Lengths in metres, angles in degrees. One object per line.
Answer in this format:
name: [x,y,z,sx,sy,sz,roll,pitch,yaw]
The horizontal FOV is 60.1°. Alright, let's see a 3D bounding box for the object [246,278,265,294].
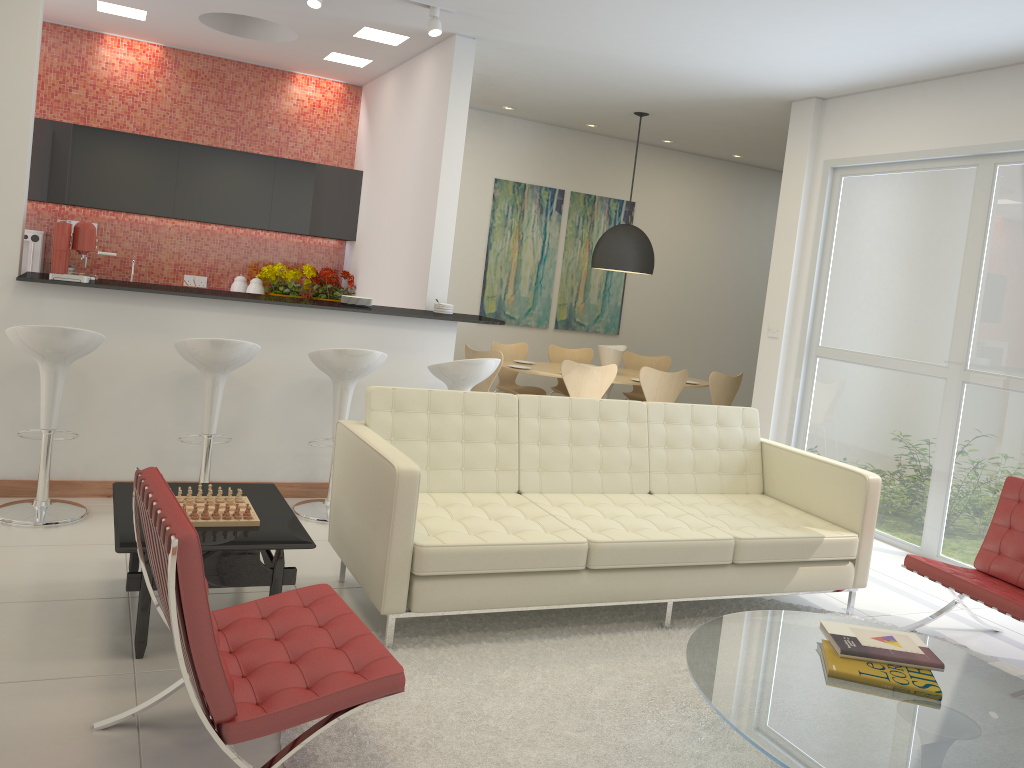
object: [-2.311,-0.825,7.976,0.160,0.282,0.159,9,5,26]

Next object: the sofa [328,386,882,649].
sofa: [0.486,0.589,4.371,2.560,0.919,1.007,4,6,-25]

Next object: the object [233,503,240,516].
object: [-1.098,0.501,3.533,0.030,0.049,0.030,5,4,-18]

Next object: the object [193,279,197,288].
object: [-2.777,-0.820,7.809,0.140,0.194,0.009,10,4,34]

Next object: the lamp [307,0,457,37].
lamp: [-1.198,-2.380,5.351,1.818,0.199,0.113,4,5,-25]

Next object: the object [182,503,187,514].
object: [-1.278,0.490,3.448,0.030,0.049,0.030,5,4,-18]

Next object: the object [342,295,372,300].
object: [-1.038,-0.576,5.937,0.211,0.015,0.211,9,7,18]

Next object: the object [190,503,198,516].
object: [-1.242,0.492,3.465,0.030,0.049,0.030,5,4,-18]

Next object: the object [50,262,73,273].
object: [-3.843,-0.921,7.535,0.172,0.215,0.173,6,5,-7]

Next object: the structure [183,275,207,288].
structure: [-2.887,-0.936,8.073,0.198,0.099,0.016,4,4,-25]

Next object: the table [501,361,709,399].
table: [0.866,0.257,8.494,2.258,0.726,1.288,4,7,-25]

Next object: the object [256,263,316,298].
object: [-2.069,-0.897,8.079,0.521,0.447,0.506,5,6,-23]

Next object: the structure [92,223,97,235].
structure: [-3.659,-1.344,7.672,0.114,0.104,0.008,4,4,-25]

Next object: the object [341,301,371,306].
object: [-1.042,-0.534,5.940,0.211,0.015,0.211,9,7,18]

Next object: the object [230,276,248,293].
object: [-2.480,-0.855,8.059,0.160,0.282,0.159,9,5,26]

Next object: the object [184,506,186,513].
object: [-1.261,0.494,3.412,0.030,0.052,0.030,5,4,-18]

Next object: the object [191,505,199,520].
object: [-1.225,0.495,3.428,0.030,0.054,0.030,5,4,-18]

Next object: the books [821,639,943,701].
books: [1.156,0.900,2.796,0.324,0.026,0.256,8,7,14]

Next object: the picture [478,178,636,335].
picture: [0.512,-1.347,9.605,1.735,1.502,0.020,4,4,-25]

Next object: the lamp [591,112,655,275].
lamp: [1.130,-1.807,8.370,0.593,1.488,0.597,5,4,-23]

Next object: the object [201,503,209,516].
object: [-1.206,0.494,3.482,0.030,0.049,0.030,5,4,-18]

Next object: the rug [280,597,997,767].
rug: [0.837,1.223,3.295,3.321,0.004,2.459,4,7,-24]

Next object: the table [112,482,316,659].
table: [-1.269,0.727,3.629,0.699,0.421,0.922,4,7,-25]

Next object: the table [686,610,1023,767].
table: [1.185,1.148,2.557,1.318,0.402,1.547,4,7,-26]

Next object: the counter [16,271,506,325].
counter: [-1.430,-0.528,5.626,2.959,0.019,0.740,4,7,-25]

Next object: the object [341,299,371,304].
object: [-1.041,-0.548,5.939,0.211,0.015,0.211,9,7,18]

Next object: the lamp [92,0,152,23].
lamp: [-2.989,-2.875,6.785,0.408,0.034,0.411,4,7,-25]

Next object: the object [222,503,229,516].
object: [-1.134,0.499,3.516,0.030,0.049,0.030,5,4,-18]

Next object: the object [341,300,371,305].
object: [-1.042,-0.541,5.939,0.211,0.015,0.211,9,7,18]

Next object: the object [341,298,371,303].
object: [-1.040,-0.555,5.939,0.211,0.015,0.211,9,7,18]

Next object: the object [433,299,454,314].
object: [-0.499,-0.555,6.289,0.173,0.097,0.141,3,7,-33]

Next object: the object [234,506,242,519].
object: [-1.081,0.506,3.497,0.030,0.052,0.030,5,4,-18]

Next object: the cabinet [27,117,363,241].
cabinet: [-2.952,-1.782,7.758,3.236,0.657,0.354,4,5,-25]

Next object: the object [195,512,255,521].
object: [-1.232,0.503,3.582,0.346,0.001,0.352,4,7,-25]

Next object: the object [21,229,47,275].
object: [-4.197,-1.044,7.150,0.721,0.469,0.438,4,6,-25]

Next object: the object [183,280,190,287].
object: [-2.798,-0.814,7.748,0.164,0.177,0.011,6,3,-12]

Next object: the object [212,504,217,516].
object: [-1.170,0.496,3.499,0.030,0.049,0.030,5,4,-18]

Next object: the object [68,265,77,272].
object: [-3.710,-0.883,7.342,0.172,0.215,0.173,6,5,-7]

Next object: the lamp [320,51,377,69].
lamp: [-1.396,-2.776,7.538,0.408,0.034,0.411,4,7,-25]

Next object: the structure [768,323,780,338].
structure: [2.095,-0.428,7.095,0.013,0.104,0.115,5,5,-25]

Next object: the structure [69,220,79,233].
structure: [-3.765,-1.351,7.619,0.114,0.104,0.013,4,4,-25]

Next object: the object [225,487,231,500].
object: [-1.198,0.462,3.749,0.030,0.052,0.030,4,5,-33]

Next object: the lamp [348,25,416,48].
lamp: [-0.980,-2.621,6.638,0.408,0.034,0.411,4,7,-25]

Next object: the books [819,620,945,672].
books: [1.213,0.864,2.929,0.324,0.026,0.257,7,7,4]

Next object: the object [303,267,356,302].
object: [-1.691,-0.874,8.261,0.502,0.447,0.525,1,7,-45]

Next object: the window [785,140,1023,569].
window: [3.035,-0.131,5.438,0.121,2.704,3.455,5,6,-25]
